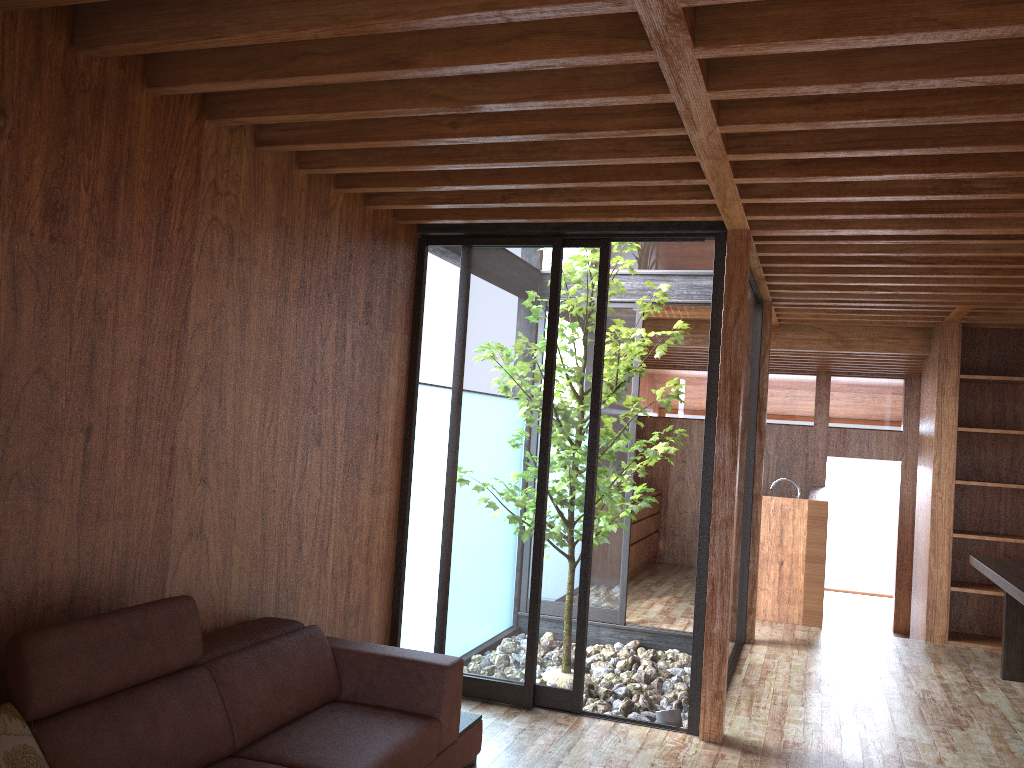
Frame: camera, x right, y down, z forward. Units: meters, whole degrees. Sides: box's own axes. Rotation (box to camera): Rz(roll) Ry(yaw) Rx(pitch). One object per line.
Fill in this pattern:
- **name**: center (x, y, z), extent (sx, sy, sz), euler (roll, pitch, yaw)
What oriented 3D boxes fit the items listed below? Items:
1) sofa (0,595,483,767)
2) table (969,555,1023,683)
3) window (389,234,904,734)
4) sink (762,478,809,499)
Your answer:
- **sofa**: center (-0.442, 1.044, 2.339), extent (1.691, 0.760, 2.517), euler (3, -3, 19)
- **table**: center (2.935, 1.399, 4.700), extent (0.696, 0.715, 1.680), euler (3, -3, 19)
- **window**: center (1.611, -0.499, 4.540), extent (4.084, 5.131, 14.038), euler (3, -3, 19)
- **sink**: center (2.367, 1.016, 7.931), extent (0.555, 0.423, 2.471), euler (3, -3, 19)
